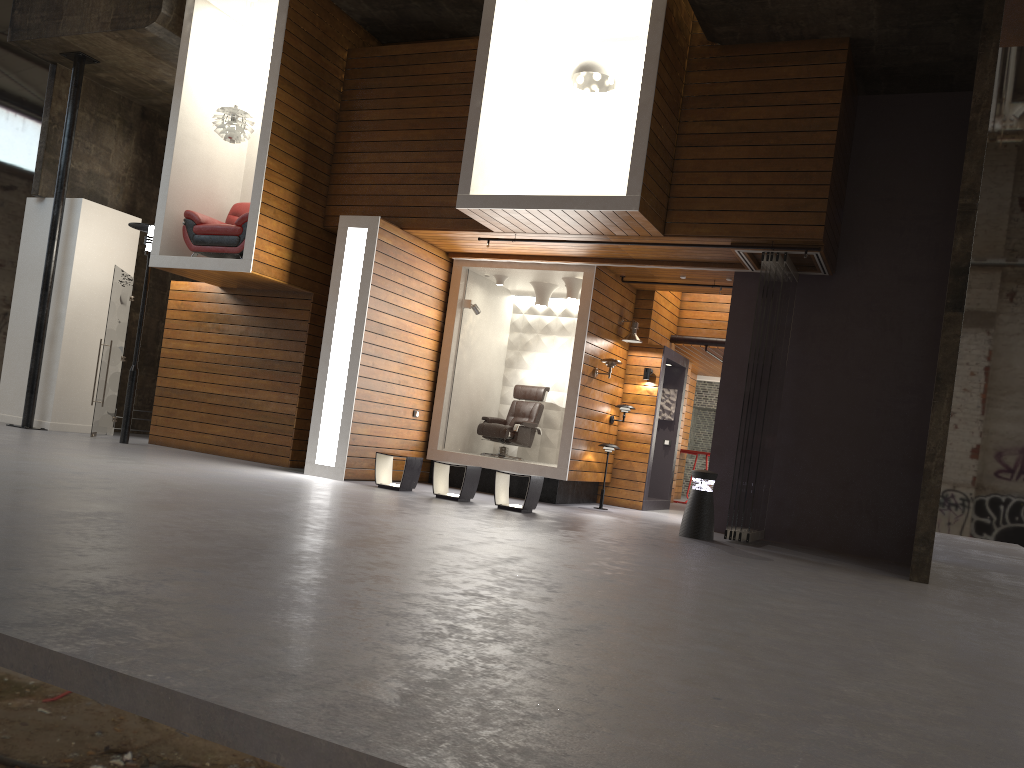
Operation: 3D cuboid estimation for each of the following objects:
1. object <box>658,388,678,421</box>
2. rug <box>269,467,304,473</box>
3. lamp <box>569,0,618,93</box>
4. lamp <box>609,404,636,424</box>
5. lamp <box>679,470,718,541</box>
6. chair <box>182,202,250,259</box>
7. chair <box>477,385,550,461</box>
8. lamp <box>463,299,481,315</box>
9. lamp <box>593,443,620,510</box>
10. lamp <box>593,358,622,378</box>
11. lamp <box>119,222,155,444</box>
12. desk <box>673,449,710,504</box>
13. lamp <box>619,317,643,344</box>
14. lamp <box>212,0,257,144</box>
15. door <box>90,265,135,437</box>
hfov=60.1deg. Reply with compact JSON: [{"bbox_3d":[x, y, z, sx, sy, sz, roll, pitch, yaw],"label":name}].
[{"bbox_3d":[2.311,0.306,13.530,0.379,0.478,0.048,7,-1,25],"label":"object"},{"bbox_3d":[-2.378,1.120,11.309,0.539,0.014,1.584,6,-4,25],"label":"rug"},{"bbox_3d":[0.938,-3.727,9.517,0.528,0.986,0.532,7,-2,38],"label":"lamp"},{"bbox_3d":[1.515,0.417,12.095,0.326,0.296,0.289,7,-2,25],"label":"lamp"},{"bbox_3d":[1.919,1.219,9.016,0.347,0.696,0.349,7,-1,31],"label":"lamp"},{"bbox_3d":[-3.328,-1.895,10.996,1.197,0.937,0.956,7,-2,25],"label":"chair"},{"bbox_3d":[0.002,0.508,12.391,0.753,1.070,0.828,6,-2,40],"label":"chair"},{"bbox_3d":[-0.528,-1.026,11.825,0.249,0.188,0.129,8,-2,-6],"label":"lamp"},{"bbox_3d":[1.203,1.188,11.445,0.287,0.862,0.288,8,-1,11],"label":"lamp"},{"bbox_3d":[1.225,-0.200,11.291,0.350,0.271,0.289,7,-2,25],"label":"lamp"},{"bbox_3d":[-4.865,-0.610,11.550,0.631,2.945,0.629,8,-1,-24],"label":"lamp"},{"bbox_3d":[3.521,1.777,16.682,0.842,0.984,1.723,7,-3,25],"label":"desk"},{"bbox_3d":[1.619,-0.738,11.977,0.345,0.331,0.295,7,-2,27],"label":"lamp"},{"bbox_3d":[-3.271,-3.810,10.705,0.512,1.773,0.487,8,-1,-11],"label":"lamp"},{"bbox_3d":[-5.548,-0.419,12.349,0.147,2.302,1.285,8,-1,-12],"label":"door"}]
